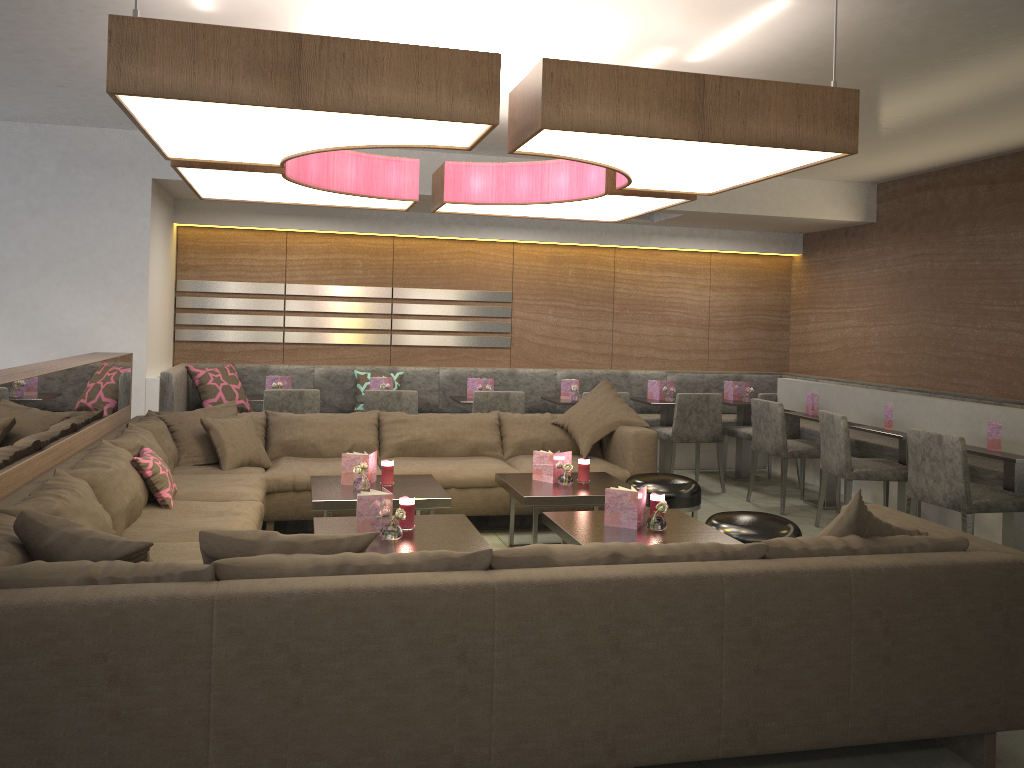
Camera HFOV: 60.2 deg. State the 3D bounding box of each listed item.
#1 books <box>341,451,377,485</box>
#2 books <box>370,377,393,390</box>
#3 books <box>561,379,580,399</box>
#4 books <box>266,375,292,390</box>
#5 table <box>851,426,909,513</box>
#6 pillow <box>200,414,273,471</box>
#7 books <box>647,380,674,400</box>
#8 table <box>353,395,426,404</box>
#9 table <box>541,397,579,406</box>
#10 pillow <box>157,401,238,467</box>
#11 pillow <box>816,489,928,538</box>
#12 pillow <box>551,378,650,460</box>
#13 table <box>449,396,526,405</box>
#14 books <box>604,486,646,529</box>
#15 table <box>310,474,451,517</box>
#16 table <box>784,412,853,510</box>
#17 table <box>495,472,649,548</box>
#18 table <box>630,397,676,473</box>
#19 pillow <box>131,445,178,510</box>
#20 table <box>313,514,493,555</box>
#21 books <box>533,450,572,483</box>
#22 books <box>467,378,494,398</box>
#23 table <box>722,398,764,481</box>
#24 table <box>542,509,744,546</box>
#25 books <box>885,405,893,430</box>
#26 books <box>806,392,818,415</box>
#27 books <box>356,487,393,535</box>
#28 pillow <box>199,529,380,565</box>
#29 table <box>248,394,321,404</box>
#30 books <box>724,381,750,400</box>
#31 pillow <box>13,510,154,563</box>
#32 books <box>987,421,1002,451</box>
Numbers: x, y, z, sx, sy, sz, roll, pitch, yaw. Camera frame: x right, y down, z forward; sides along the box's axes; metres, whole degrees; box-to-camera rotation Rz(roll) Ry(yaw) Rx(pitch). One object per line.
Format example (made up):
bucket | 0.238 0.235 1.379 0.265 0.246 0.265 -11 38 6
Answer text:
books | -0.794 0.437 4.599 0.143 0.164 0.158 2 2 6
books | -1.011 0.027 6.850 0.143 0.164 0.158 2 2 6
books | 0.474 0.043 7.206 0.143 0.164 0.158 2 2 6
books | -1.760 0.019 6.671 0.143 0.164 0.158 2 2 6
table | 2.504 0.621 5.568 0.505 0.654 0.507 1 1 -14
pillow | -1.591 0.348 5.124 0.235 0.322 0.380 2 2 31
books | 1.242 0.052 7.390 0.157 0.164 0.143 0 2 -34
table | -0.955 0.436 6.772 0.505 0.654 0.507 1 1 -14
table | 0.535 0.453 7.129 0.505 0.654 0.507 1 1 -14
pillow | -1.789 0.309 5.191 0.526 0.394 0.292 -1 3 -45
pillow | 1.065 0.511 2.832 0.531 0.404 0.280 0 1 -25
pillow | 0.567 0.221 5.756 0.621 0.513 0.299 2 1 0
table | -0.210 0.444 6.950 0.505 0.654 0.507 1 1 -14
books | 0.492 0.529 3.830 0.143 0.164 0.157 2 2 21
table | -0.694 0.728 4.511 0.657 0.412 0.659 1 3 -14
table | 2.304 0.555 6.402 0.505 0.654 0.507 1 1 -14
table | 0.295 0.739 4.748 0.657 0.412 0.659 1 3 -14
table | 1.280 0.461 7.307 0.505 0.654 0.507 1 1 -14
pillow | -1.651 0.429 4.096 0.180 0.252 0.465 1 3 -18
table | -0.460 0.805 3.536 0.657 0.412 0.659 1 3 -14
books | 0.220 0.448 4.840 0.143 0.164 0.157 3 2 41
books | -0.250 0.035 7.033 0.143 0.164 0.157 3 2 41
table | 1.956 0.468 7.470 0.505 0.654 0.507 1 1 -14
table | 0.529 0.816 3.773 0.657 0.412 0.659 1 3 -14
books | 2.470 0.215 5.618 0.143 0.164 0.157 3 2 41
books | 2.245 0.148 6.449 0.157 0.164 0.143 2 2 1
books | -0.532 0.518 3.585 0.143 0.164 0.258 3 3 40
pillow | -0.636 0.545 2.452 0.494 0.339 0.313 1 2 -19
table | -1.700 0.428 6.593 0.505 0.654 0.507 1 1 -14
books | 1.921 0.059 7.562 0.157 0.164 0.143 1 2 -19
pillow | -1.134 0.534 2.445 0.503 0.356 0.297 3 2 19
books | 2.666 0.282 4.764 0.157 0.164 0.143 0 2 -44
